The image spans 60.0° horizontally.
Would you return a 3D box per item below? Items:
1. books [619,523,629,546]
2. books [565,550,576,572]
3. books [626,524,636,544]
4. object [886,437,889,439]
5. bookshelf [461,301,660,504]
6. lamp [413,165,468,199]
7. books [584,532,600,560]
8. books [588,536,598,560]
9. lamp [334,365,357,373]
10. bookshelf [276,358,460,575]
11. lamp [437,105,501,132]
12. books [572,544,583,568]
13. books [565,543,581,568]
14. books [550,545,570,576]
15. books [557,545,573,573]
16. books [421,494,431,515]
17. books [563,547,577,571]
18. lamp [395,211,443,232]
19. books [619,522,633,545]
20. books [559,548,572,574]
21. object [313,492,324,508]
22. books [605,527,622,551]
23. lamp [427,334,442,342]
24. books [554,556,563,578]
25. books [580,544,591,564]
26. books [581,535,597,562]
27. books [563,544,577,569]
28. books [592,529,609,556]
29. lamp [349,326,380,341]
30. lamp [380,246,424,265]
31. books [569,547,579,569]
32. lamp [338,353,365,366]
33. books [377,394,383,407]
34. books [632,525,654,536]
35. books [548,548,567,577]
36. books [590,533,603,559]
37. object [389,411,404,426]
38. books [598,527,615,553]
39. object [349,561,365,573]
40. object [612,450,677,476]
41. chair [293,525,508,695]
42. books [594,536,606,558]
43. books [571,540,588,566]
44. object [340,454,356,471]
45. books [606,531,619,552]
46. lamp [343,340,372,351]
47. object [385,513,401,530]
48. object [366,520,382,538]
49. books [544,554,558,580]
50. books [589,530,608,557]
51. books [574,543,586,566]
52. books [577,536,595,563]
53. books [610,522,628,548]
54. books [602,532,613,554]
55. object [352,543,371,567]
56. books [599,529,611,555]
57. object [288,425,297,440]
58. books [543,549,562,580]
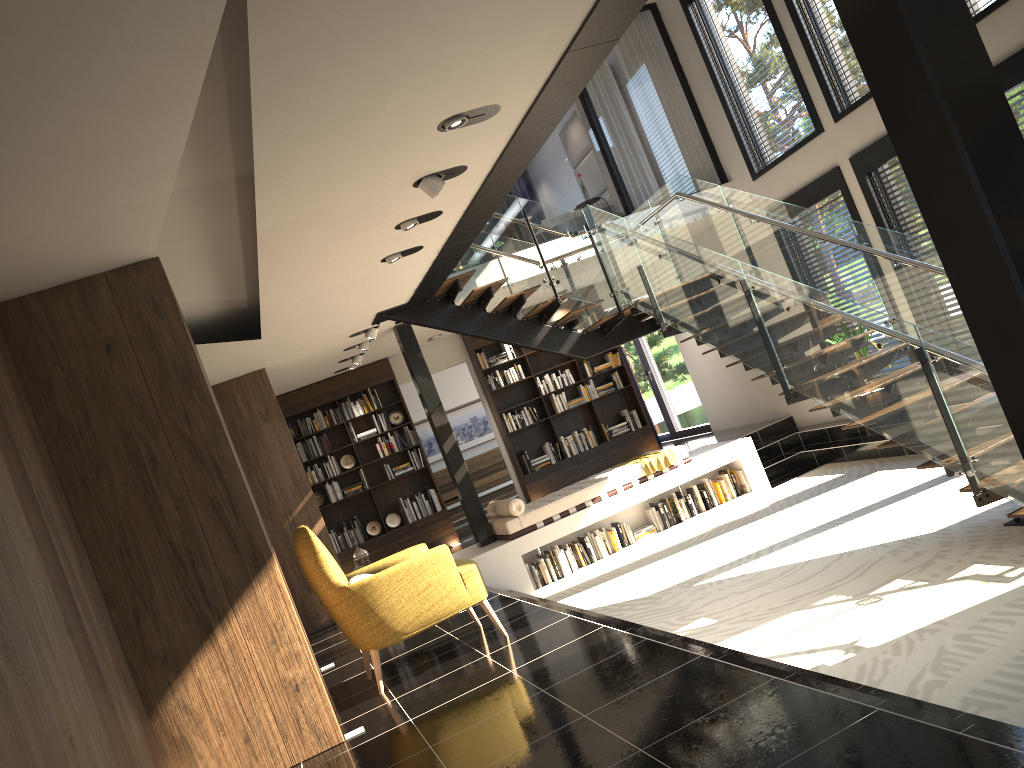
[{"bbox_3d":[1.207,1.652,9.721,0.045,0.251,0.142,-21,-2,-17],"label":"books"},{"bbox_3d":[0.600,1.883,9.432,0.029,0.240,0.165,-21,-2,-17],"label":"books"},{"bbox_3d":[1.272,1.645,9.713,0.030,0.218,0.186,-21,-2,-17],"label":"books"},{"bbox_3d":[3.720,-0.075,9.224,0.874,1.337,0.832,-20,-2,-28],"label":"object"},{"bbox_3d":[0.724,0.172,12.699,2.087,2.681,0.274,-21,-2,-17],"label":"bookshelf"},{"bbox_3d":[-0.422,-1.219,5.164,0.346,0.247,0.195,-21,-2,-17],"label":"lamp"},{"bbox_3d":[0.862,1.752,9.586,0.023,0.308,0.126,-21,-2,-17],"label":"books"},{"bbox_3d":[0.845,1.778,9.579,0.029,0.271,0.129,-21,-2,-17],"label":"books"},{"bbox_3d":[-2.177,-0.243,11.543,0.346,0.177,0.195,-21,-2,-17],"label":"lamp"},{"bbox_3d":[-1.976,1.196,11.810,1.701,2.681,0.274,-21,-2,-17],"label":"bookshelf"},{"bbox_3d":[-0.235,-1.378,4.424,0.346,0.158,0.195,-21,-3,-17],"label":"lamp"},{"bbox_3d":[0.684,1.845,9.529,0.023,0.260,0.133,-21,-2,-17],"label":"books"},{"bbox_3d":[0.654,1.844,9.537,0.025,0.285,0.137,-21,-2,-17],"label":"books"},{"bbox_3d":[0.507,1.866,9.402,0.051,0.338,0.188,-21,-2,-17],"label":"books"},{"bbox_3d":[0.564,1.858,9.428,0.020,0.313,0.139,-21,-2,-17],"label":"books"},{"bbox_3d":[-1.166,1.624,11.963,0.011,0.300,0.154,-21,-2,-17],"label":"books"},{"bbox_3d":[0.614,1.863,9.452,0.021,0.270,0.149,-21,-2,-17],"label":"books"},{"bbox_3d":[-0.637,-1.134,5.906,0.346,0.177,0.195,-21,-2,-17],"label":"lamp"},{"bbox_3d":[1.242,1.635,9.705,0.020,0.257,0.154,-21,-2,-17],"label":"books"},{"bbox_3d":[0.552,1.879,9.412,0.025,0.282,0.149,-21,-2,-17],"label":"books"},{"bbox_3d":[-2.557,1.521,11.593,0.212,0.222,0.083,-21,-2,-17],"label":"object"},{"bbox_3d":[1.105,1.685,9.636,0.050,0.258,0.216,-21,-2,-17],"label":"books"},{"bbox_3d":[-1.067,-0.674,11.922,0.195,0.158,0.347,-21,-3,-17],"label":"lamp"},{"bbox_3d":[0.465,1.936,9.385,0.029,0.237,0.147,-21,-2,-17],"label":"books"},{"bbox_3d":[0.767,1.827,9.542,0.050,0.234,0.150,-21,-2,-17],"label":"books"},{"bbox_3d":[0.822,1.774,9.554,0.025,0.293,0.205,-21,-2,-17],"label":"books"},{"bbox_3d":[0.622,1.848,9.481,0.020,0.295,0.102,-21,-2,-17],"label":"books"},{"bbox_3d":[0.956,1.717,9.596,0.020,0.305,0.172,-21,-2,-17],"label":"books"},{"bbox_3d":[-1.553,-0.555,9.318,0.346,0.262,0.195,-21,-2,-17],"label":"lamp"},{"bbox_3d":[-0.840,-1.017,6.647,0.346,0.177,0.195,-21,-2,-17],"label":"lamp"},{"bbox_3d":[0.638,1.871,9.530,0.025,0.246,0.149,-21,-2,-17],"label":"books"},{"bbox_3d":[-1.958,-0.321,10.798,0.346,0.262,0.195,-21,-2,-17],"label":"lamp"},{"bbox_3d":[-1.804,0.240,12.029,0.022,0.195,0.136,-21,-2,-17],"label":"books"},{"bbox_3d":[1.423,1.613,9.777,0.249,0.026,0.148,-21,-3,-20],"label":"books"},{"bbox_3d":[0.484,1.889,9.371,0.028,0.309,0.212,-21,-2,-17],"label":"books"},{"bbox_3d":[0.889,1.752,9.585,0.025,0.287,0.170,-21,-2,-17],"label":"books"},{"bbox_3d":[-1.560,0.467,12.000,0.212,0.222,0.083,-21,-2,-17],"label":"object"},{"bbox_3d":[1.025,1.698,9.649,0.036,0.293,0.128,-21,-2,-17],"label":"books"},{"bbox_3d":[-1.574,2.095,9.332,0.262,0.483,0.263,-21,-2,-17],"label":"object"},{"bbox_3d":[1.538,1.094,10.270,0.465,0.510,1.169,-21,-3,-17],"label":"object"},{"bbox_3d":[-0.740,1.250,5.636,1.029,1.097,0.809,-21,-2,-18],"label":"chair"},{"bbox_3d":[0.926,1.759,9.569,0.027,0.246,0.193,-21,-2,-17],"label":"books"},{"bbox_3d":[0.726,1.816,9.519,0.028,0.282,0.173,-21,-2,-17],"label":"books"},{"bbox_3d":[-2.176,1.039,11.767,0.212,0.222,0.083,-21,-2,-17],"label":"object"},{"bbox_3d":[1.077,1.709,9.616,0.028,0.232,0.206,-21,-2,-17],"label":"books"},{"bbox_3d":[-1.761,-0.453,10.058,0.346,0.231,0.195,-21,-2,-17],"label":"lamp"},{"bbox_3d":[-1.576,1.820,11.792,0.212,0.222,0.083,-21,-2,-17],"label":"object"},{"bbox_3d":[-1.823,1.914,11.716,0.212,0.222,0.083,-21,-2,-17],"label":"object"},{"bbox_3d":[0.405,1.937,9.374,0.028,0.279,0.121,-21,-2,-17],"label":"books"},{"bbox_3d":[0.934,1.726,9.594,0.026,0.305,0.187,-21,-2,-17],"label":"books"},{"bbox_3d":[0.707,1.835,9.519,0.019,0.261,0.183,-21,-2,-17],"label":"books"},{"bbox_3d":[0.798,1.779,9.533,0.033,0.299,0.196,-21,-2,-17],"label":"books"},{"bbox_3d":[1.172,1.647,9.694,0.030,0.284,0.177,-21,-2,-17],"label":"books"},{"bbox_3d":[1.005,1.727,9.629,0.034,0.252,0.151,-21,-2,-17],"label":"books"},{"bbox_3d":[-1.575,2.022,9.583,0.182,0.642,0.182,-21,-2,-17],"label":"object"},{"bbox_3d":[0.976,1.716,9.606,0.023,0.293,0.158,-21,-2,-17],"label":"books"},{"bbox_3d":[-2.911,0.643,11.597,0.212,0.222,0.083,-21,-2,-17],"label":"object"},{"bbox_3d":[0.430,1.903,9.356,0.029,0.322,0.203,-21,-2,-17],"label":"books"}]
